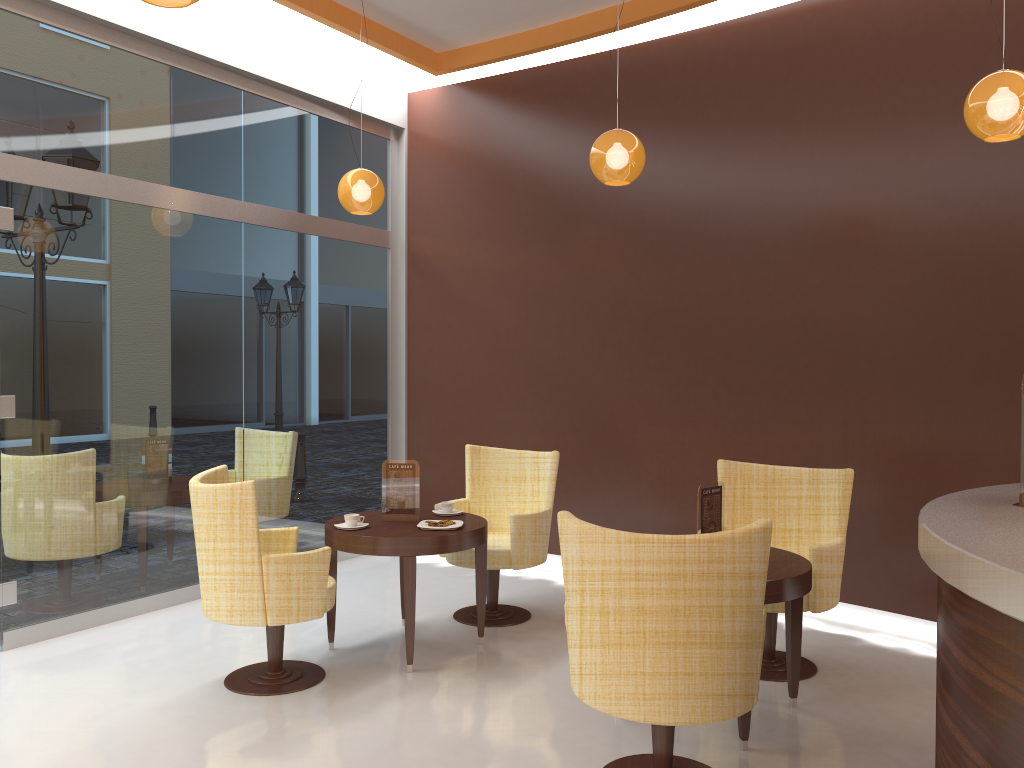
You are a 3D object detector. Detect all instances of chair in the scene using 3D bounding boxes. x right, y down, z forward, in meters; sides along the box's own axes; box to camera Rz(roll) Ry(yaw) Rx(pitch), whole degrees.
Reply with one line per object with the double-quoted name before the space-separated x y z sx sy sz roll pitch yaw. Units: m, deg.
"chair" 1.338 0.928 4.565 0.729 1.017 0.685 1 1 39
"chair" -1.196 0.927 4.291 0.685 1.017 0.729 0 1 -26
"chair" -0.085 0.906 5.442 0.729 1.017 0.685 1 1 35
"chair" 0.537 0.954 3.181 0.729 1.017 0.685 0 1 10

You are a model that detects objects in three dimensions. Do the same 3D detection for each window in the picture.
"window" -3.150 -0.315 3.995 0.040 3.380 8.200 1 1 32

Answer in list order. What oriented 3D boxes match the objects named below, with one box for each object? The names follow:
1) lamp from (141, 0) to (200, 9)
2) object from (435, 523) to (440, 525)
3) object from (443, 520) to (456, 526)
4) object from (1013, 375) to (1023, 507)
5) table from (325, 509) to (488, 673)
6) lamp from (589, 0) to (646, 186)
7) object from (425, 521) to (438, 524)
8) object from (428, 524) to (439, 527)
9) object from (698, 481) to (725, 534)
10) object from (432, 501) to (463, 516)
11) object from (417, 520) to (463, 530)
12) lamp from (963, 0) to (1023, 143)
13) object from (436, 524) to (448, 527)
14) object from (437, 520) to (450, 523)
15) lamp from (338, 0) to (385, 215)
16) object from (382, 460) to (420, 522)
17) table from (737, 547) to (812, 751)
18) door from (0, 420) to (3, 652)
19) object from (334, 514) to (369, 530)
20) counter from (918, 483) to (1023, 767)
"lamp" -0.921 -1.775 2.339 0.299 1.500 0.299 1 2 43
"object" -0.398 0.738 4.674 0.054 0.018 0.051 1 1 19
"object" -0.330 0.733 4.675 0.052 0.018 0.055 -1 1 -34
"object" 1.649 0.167 2.800 0.258 0.414 0.052 -1 2 -44
"table" -0.571 1.087 4.814 0.872 0.679 0.874 0 1 -11
"lamp" 0.563 -1.819 4.713 0.299 1.500 0.299 0 1 10
"object" -0.422 0.727 4.653 0.055 0.016 0.052 1 1 31
"object" -0.410 0.736 4.620 0.054 0.018 0.051 0 1 -10
"object" 0.880 0.602 3.912 0.209 0.335 0.042 -1 2 -44
"object" -0.366 0.709 5.051 0.153 0.069 0.153 -1 1 -36
"object" -0.376 0.742 4.656 0.234 0.020 0.234 0 1 3
"lamp" 2.089 -1.795 3.759 0.299 1.500 0.299 0 1 10
"object" -0.364 0.735 4.618 0.055 0.014 0.053 0 1 15
"object" -0.363 0.731 4.707 0.054 0.018 0.051 1 1 30
"lamp" -0.963 -1.843 5.667 0.299 1.500 0.299 0 1 0
"object" -0.606 0.580 4.826 0.209 0.335 0.042 0 1 7
"table" 0.863 1.109 3.928 0.872 0.679 0.874 0 1 -11
"door" -3.151 0.185 4.005 0.020 2.499 1.640 1 1 32
"object" -0.835 0.716 4.619 0.153 0.069 0.153 1 1 32
"counter" 1.852 0.944 1.820 1.586 1.100 2.917 0 1 -13
